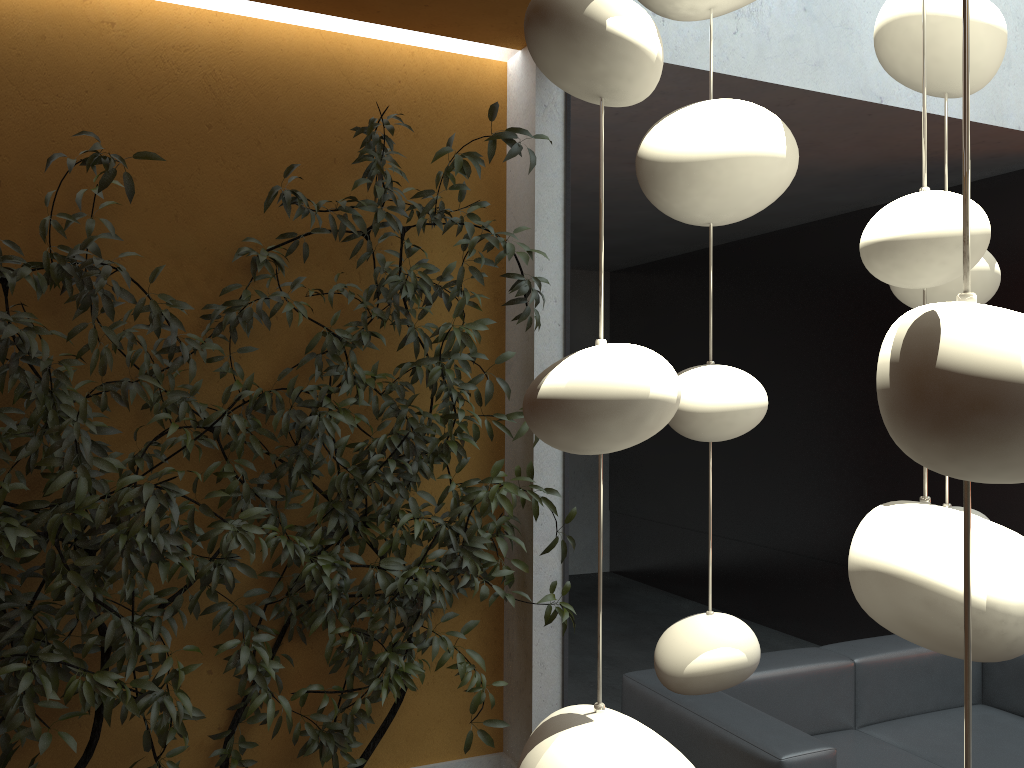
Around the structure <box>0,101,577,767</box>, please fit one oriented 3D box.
[{"bbox_3d":[-1.290,0.242,2.455,3.166,2.483,0.622,1,-1,-25],"label":"structure"}]

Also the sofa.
[{"bbox_3d":[1.506,1.442,3.444,2.025,0.652,0.943,1,-1,-24],"label":"sofa"}]

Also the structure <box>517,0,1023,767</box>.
[{"bbox_3d":[0.331,-0.502,0.500,1.002,1.529,1.002,0,-1,24],"label":"structure"}]
